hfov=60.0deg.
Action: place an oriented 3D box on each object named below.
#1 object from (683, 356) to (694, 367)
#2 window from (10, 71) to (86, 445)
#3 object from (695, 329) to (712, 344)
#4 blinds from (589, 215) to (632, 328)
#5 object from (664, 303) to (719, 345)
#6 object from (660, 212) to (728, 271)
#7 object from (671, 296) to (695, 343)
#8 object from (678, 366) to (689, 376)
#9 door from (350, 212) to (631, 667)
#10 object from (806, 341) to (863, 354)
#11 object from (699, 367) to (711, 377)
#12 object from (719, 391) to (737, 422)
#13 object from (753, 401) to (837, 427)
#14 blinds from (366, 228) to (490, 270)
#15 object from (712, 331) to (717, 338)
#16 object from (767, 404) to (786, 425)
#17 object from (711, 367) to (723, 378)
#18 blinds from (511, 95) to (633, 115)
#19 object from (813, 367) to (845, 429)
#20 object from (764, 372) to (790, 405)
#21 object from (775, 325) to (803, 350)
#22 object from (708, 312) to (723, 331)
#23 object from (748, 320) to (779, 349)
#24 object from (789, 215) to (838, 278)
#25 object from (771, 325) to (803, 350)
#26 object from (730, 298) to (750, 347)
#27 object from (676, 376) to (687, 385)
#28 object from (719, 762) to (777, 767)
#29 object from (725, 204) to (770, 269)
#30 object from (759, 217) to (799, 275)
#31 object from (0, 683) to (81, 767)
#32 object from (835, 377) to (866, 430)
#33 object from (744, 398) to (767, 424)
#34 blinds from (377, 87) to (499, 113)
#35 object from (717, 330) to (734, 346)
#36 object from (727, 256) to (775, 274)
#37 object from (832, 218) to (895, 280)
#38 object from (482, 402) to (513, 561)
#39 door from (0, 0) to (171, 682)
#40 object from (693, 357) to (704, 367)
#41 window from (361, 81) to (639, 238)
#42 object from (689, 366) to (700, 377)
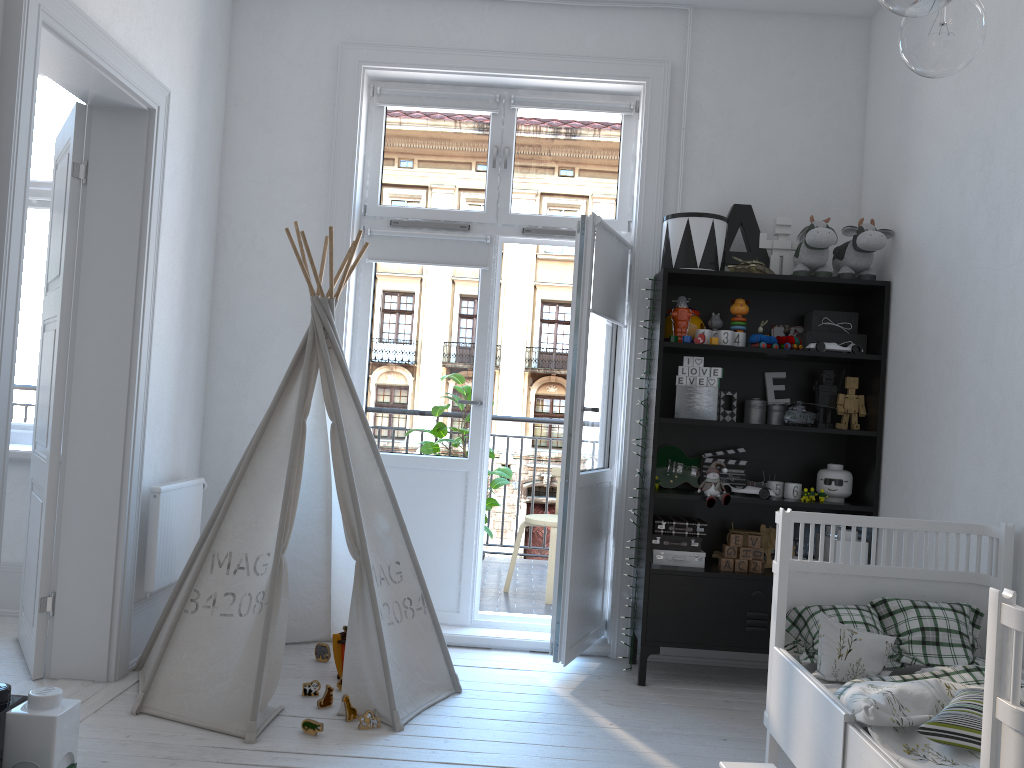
[{"bbox_3d":[0.724,-0.092,3.646,0.040,0.040,0.040,4,-1,6],"label":"object"},{"bbox_3d":[-2.654,-0.673,4.374,1.357,1.901,0.094,4,-1,1],"label":"window"},{"bbox_3d":[0.789,-0.189,3.657,0.067,0.067,0.067,4,-1,2],"label":"object"},{"bbox_3d":[0.430,-0.464,3.795,0.032,0.390,0.565,3,-2,21],"label":"blinds"},{"bbox_3d":[0.740,-0.255,3.731,0.197,0.197,0.318,4,-2,-2],"label":"object"},{"bbox_3d":[0.798,-0.581,3.801,0.272,0.259,0.395,3,-2,30],"label":"object"},{"bbox_3d":[0.706,-0.263,3.661,0.105,0.203,0.072,3,-1,9],"label":"object"},{"bbox_3d":[0.705,-0.053,3.650,0.040,0.040,0.040,3,-2,11],"label":"object"},{"bbox_3d":[-0.147,0.191,3.845,1.263,1.838,0.637,4,-1,3],"label":"door"},{"bbox_3d":[1.316,-0.147,3.624,0.230,0.048,0.098,4,-2,-9],"label":"object"},{"bbox_3d":[0.793,-0.048,3.625,0.040,0.040,0.040,3,-2,31],"label":"object"},{"bbox_3d":[0.938,0.099,3.851,0.070,0.134,0.028,4,-1,1],"label":"object"},{"bbox_3d":[1.195,0.125,3.695,0.368,0.106,0.349,4,-2,3],"label":"object"},{"bbox_3d":[-0.387,-0.624,4.095,0.565,0.158,0.032,4,-1,1],"label":"blinds"},{"bbox_3d":[0.843,-0.185,3.700,0.067,0.067,0.067,4,-2,-25],"label":"object"},{"bbox_3d":[1.142,0.128,3.729,0.078,0.091,0.246,4,-2,-4],"label":"object"},{"bbox_3d":[0.835,-0.045,3.612,0.040,0.040,0.040,3,-2,26],"label":"object"},{"bbox_3d":[0.278,-1.290,4.099,0.565,0.060,0.032,4,-1,1],"label":"blinds"},{"bbox_3d":[1.334,0.059,3.745,0.117,0.259,0.081,4,-1,1],"label":"object"},{"bbox_3d":[1.154,0.021,3.858,0.107,0.151,0.055,4,-1,1],"label":"object"},{"bbox_3d":[1.157,-0.193,3.717,0.087,0.112,0.122,4,-2,-28],"label":"object"},{"bbox_3d":[0.870,-0.226,3.804,0.063,0.160,0.063,4,-1,-20],"label":"object"},{"bbox_3d":[1.047,-0.201,3.677,0.121,0.126,0.087,4,-2,-22],"label":"object"},{"bbox_3d":[1.244,-0.548,3.671,0.154,0.253,0.370,3,-2,9],"label":"object"},{"bbox_3d":[1.307,-0.184,3.870,0.347,0.131,0.037,4,-1,1],"label":"object"},{"bbox_3d":[0.941,-0.252,3.680,0.077,0.213,0.077,3,-2,35],"label":"object"},{"bbox_3d":[0.697,-0.013,3.650,0.040,0.040,0.040,3,-2,16],"label":"object"},{"bbox_3d":[0.519,1.034,1.986,0.288,0.245,0.332,4,-2,-4],"label":"object"},{"bbox_3d":[0.993,-0.608,3.872,0.343,0.344,0.057,4,-1,1],"label":"object"},{"bbox_3d":[1.164,-0.571,3.838,0.190,0.290,0.065,4,-1,6],"label":"object"},{"bbox_3d":[-1.165,0.878,2.014,0.246,0.331,0.247,4,-1,1],"label":"object"},{"bbox_3d":[1.408,0.081,3.681,0.114,0.221,0.052,4,-1,1],"label":"object"},{"bbox_3d":[1.046,0.117,3.814,0.095,0.110,0.095,4,-1,6],"label":"object"},{"bbox_3d":[-0.342,-1.316,4.110,0.565,0.087,0.032,4,-1,1],"label":"blinds"},{"bbox_3d":[0.876,-0.184,3.641,0.067,0.067,0.067,4,-1,2],"label":"object"},{"bbox_3d":[0.984,-0.492,3.687,0.121,0.100,0.338,3,-2,36],"label":"object"},{"bbox_3d":[1.396,-0.539,3.672,0.211,0.253,0.386,4,-2,-15],"label":"object"},{"bbox_3d":[-0.313,0.555,5.142,0.720,1.225,0.489,3,-1,11],"label":"object"},{"bbox_3d":[-1.539,-0.029,3.040,0.505,2.177,1.465,4,-1,-14],"label":"door"},{"bbox_3d":[0.765,-0.090,3.634,0.040,0.040,0.040,3,-2,11],"label":"object"},{"bbox_3d":[-0.053,-1.047,4.119,1.263,0.660,0.101,4,-1,1],"label":"window"},{"bbox_3d":[0.749,-0.050,3.637,0.040,0.040,0.040,3,-2,21],"label":"object"}]
